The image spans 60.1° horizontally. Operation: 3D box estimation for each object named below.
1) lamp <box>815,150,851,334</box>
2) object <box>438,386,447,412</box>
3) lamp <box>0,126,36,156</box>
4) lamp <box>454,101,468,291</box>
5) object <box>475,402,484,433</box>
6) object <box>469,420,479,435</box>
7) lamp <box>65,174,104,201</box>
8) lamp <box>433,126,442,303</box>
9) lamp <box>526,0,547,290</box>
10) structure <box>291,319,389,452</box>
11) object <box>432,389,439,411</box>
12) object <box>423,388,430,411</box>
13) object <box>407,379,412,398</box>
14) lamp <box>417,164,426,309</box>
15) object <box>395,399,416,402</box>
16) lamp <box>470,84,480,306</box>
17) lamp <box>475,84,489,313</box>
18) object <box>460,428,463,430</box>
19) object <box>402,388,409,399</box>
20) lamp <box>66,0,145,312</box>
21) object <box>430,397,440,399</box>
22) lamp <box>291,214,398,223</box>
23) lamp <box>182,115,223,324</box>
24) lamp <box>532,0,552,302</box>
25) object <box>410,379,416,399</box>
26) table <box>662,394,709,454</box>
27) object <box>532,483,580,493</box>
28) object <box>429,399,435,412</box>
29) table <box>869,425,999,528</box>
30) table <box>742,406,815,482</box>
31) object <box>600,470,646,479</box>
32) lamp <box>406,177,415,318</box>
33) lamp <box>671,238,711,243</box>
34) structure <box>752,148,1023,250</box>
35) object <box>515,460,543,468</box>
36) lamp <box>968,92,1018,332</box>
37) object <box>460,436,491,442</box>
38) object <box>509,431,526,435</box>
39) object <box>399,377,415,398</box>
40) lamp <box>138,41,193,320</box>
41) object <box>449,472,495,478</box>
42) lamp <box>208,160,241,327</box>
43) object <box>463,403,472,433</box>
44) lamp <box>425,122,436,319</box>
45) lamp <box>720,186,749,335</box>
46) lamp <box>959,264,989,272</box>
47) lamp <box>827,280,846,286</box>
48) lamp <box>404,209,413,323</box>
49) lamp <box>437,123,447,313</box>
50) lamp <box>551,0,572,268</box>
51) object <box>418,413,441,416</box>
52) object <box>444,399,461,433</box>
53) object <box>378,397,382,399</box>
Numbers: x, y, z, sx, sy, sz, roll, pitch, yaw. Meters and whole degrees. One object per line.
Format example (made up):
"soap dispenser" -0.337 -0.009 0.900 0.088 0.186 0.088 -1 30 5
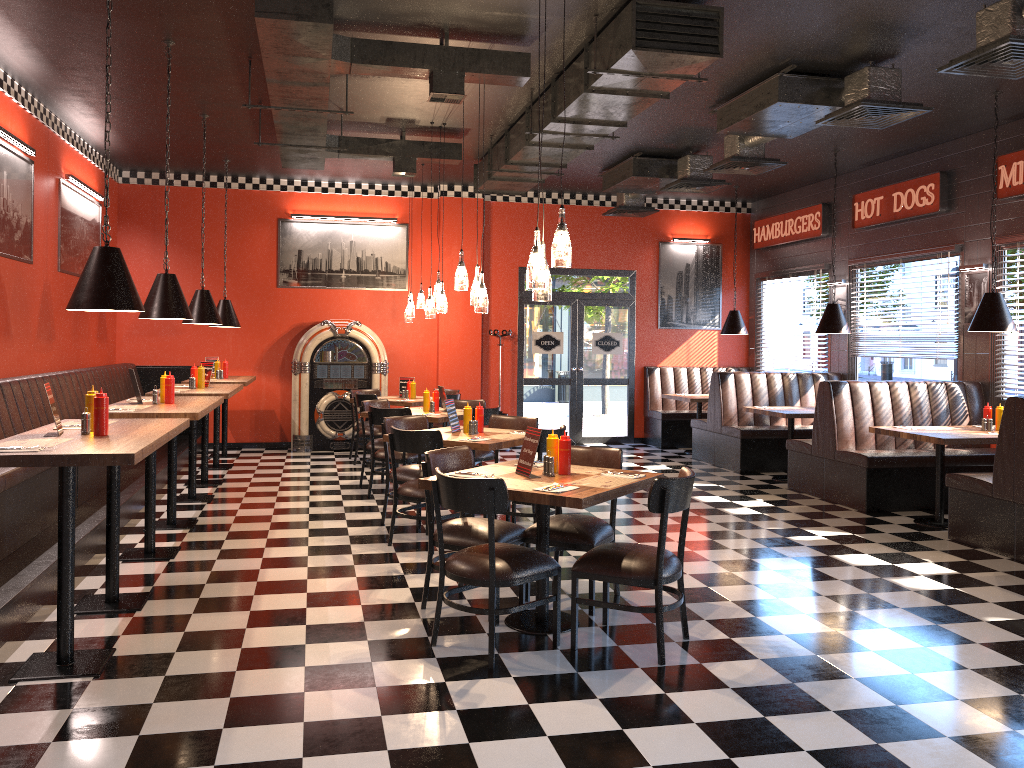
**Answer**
"lamp" 3.602 -1.587 9.903 0.382 2.044 0.382 1 0 -31
"object" -0.691 0.149 8.976 0.072 0.257 0.188 1 1 -23
"lamp" -4.143 -2.031 7.215 0.081 0.056 1.446 0 3 -13
"lamp" -0.382 -1.704 6.870 0.108 1.965 0.108 1 0 -41
"object" -0.254 0.262 6.925 0.068 0.238 0.068 1 0 -7
"object" -0.297 0.319 6.816 0.047 0.136 0.094 1 1 37
"lamp" -4.721 -2.162 9.797 0.081 0.056 1.446 0 3 -13
"lamp" -0.736 -1.810 8.985 0.108 1.965 0.108 1 0 34
"lamp" 0.140 -1.478 4.629 0.108 1.965 0.108 1 0 -26
"structure" -2.321 0.006 11.973 1.294 1.768 0.500 0 0 -13
"object" -0.772 0.157 8.981 0.068 0.238 0.068 1 0 -7
"object" -0.864 0.157 8.962 0.068 0.238 0.068 1 0 -7
"object" -1.266 0.057 10.944 0.068 0.238 0.068 1 0 -15
"lamp" -1.110 -1.908 10.927 0.108 1.965 0.108 1 0 19
"object" -1.244 0.190 10.481 0.157 0.019 0.255 3 3 36
"lamp" -0.263 -1.593 6.919 0.108 1.965 0.108 1 0 29
"lamp" -0.223 -1.528 6.803 0.108 1.965 0.108 1 0 -1
"object" -0.358 0.358 7.205 0.157 0.019 0.255 2 3 25
"object" -1.307 0.113 10.862 0.093 0.136 0.047 0 0 -13
"lamp" -2.121 -1.407 4.655 0.382 2.044 0.382 1 0 29
"object" -0.902 0.173 10.921 0.255 0.019 0.157 2 3 33
"lamp" -2.307 -2.283 12.209 1.444 0.056 0.081 0 2 -13
"lamp" -3.024 -1.611 8.684 0.382 2.044 0.382 1 0 29
"lamp" 0.173 -1.425 4.748 0.108 1.965 0.108 1 0 34
"object" -1.211 0.062 10.869 0.068 0.238 0.068 1 0 -15
"table" 3.047 0.555 12.238 1.691 0.774 0.957 0 2 -13
"object" 0.226 0.503 4.332 0.157 0.019 0.255 3 3 35
"object" -0.802 0.214 8.886 0.046 0.136 0.094 1 1 -23
"table" 4.090 0.791 7.580 1.691 0.774 0.957 0 2 -13
"table" 3.571 0.673 9.897 1.691 0.774 0.957 0 2 -13
"object" 0.581 0.485 4.783 0.255 0.019 0.157 3 3 36
"lamp" -1.232 -1.795 10.879 0.108 1.965 0.108 1 0 29
"lamp" 2.689 -2.160 13.329 0.610 0.056 0.081 0 2 -13
"structure" 4.881 -1.951 7.823 0.120 0.438 11.274 1 3 -13
"object" 0.119 0.462 5.149 0.157 0.019 0.255 2 3 33
"lamp" 4.123 -1.469 7.576 0.382 2.044 0.382 1 0 -31
"object" -0.254 0.396 6.432 0.157 0.019 0.255 3 3 35
"object" 0.080 0.379 6.878 0.255 0.019 0.157 2 3 32
"object" -1.309 0.043 11.040 0.188 0.257 0.072 1 0 -3
"lamp" -2.545 -1.503 6.546 0.382 2.044 0.382 1 0 29
"object" -0.194 0.480 4.701 0.255 0.019 0.157 2 3 27
"lamp" -3.513 -1.722 10.872 0.382 2.044 0.382 1 0 29
"object" -0.346 0.262 6.906 0.068 0.238 0.068 1 0 -7
"lamp" -0.806 -1.632 8.824 0.108 1.965 0.108 1 0 -1
"lamp" 3.082 -1.705 12.228 0.382 2.044 0.382 1 0 36
"lamp" 4.648 -1.168 8.911 0.081 0.056 0.334 0 3 -13
"lamp" 4.125 -1.286 11.246 0.081 0.056 0.334 0 3 -13
"lamp" -1.274 -1.742 10.996 0.108 1.965 0.108 1 0 -31
"lamp" -0.689 -1.691 8.864 0.108 1.965 0.108 1 0 -31
"lamp" 0.269 -1.588 4.599 0.108 1.965 0.108 1 0 -21
"object" -0.788 0.289 8.529 0.157 0.019 0.255 3 3 34
"object" -0.466 0.249 6.948 0.072 0.257 0.188 1 1 17
"object" -1.699 0.167 10.832 0.255 0.019 0.157 3 3 35
